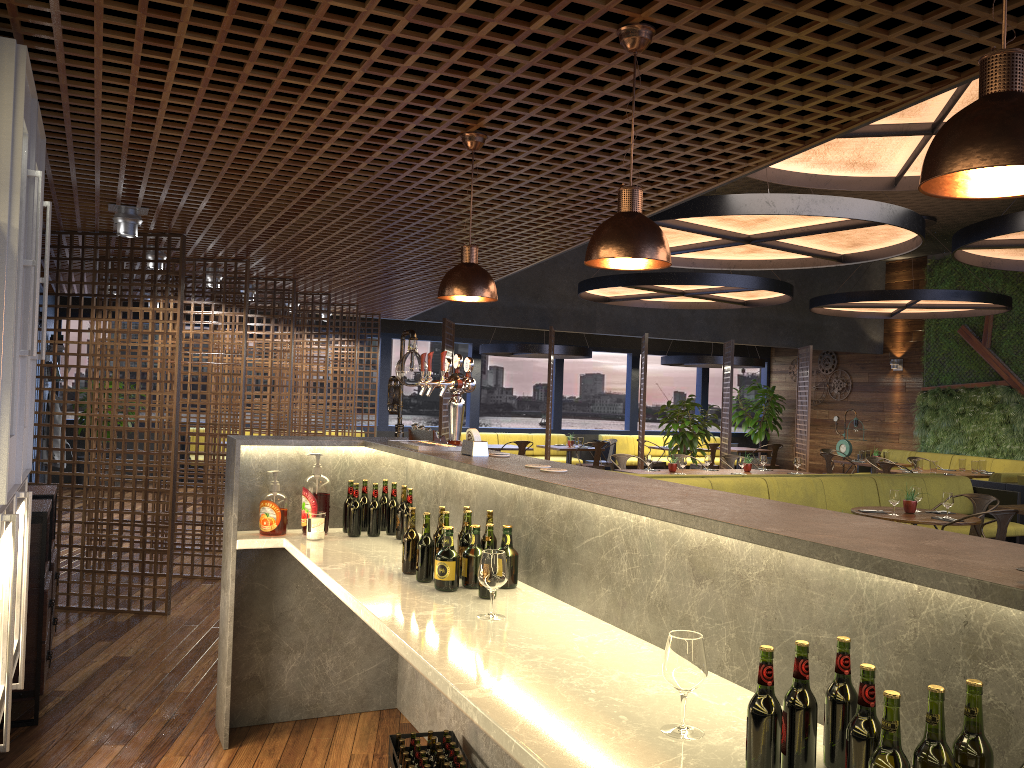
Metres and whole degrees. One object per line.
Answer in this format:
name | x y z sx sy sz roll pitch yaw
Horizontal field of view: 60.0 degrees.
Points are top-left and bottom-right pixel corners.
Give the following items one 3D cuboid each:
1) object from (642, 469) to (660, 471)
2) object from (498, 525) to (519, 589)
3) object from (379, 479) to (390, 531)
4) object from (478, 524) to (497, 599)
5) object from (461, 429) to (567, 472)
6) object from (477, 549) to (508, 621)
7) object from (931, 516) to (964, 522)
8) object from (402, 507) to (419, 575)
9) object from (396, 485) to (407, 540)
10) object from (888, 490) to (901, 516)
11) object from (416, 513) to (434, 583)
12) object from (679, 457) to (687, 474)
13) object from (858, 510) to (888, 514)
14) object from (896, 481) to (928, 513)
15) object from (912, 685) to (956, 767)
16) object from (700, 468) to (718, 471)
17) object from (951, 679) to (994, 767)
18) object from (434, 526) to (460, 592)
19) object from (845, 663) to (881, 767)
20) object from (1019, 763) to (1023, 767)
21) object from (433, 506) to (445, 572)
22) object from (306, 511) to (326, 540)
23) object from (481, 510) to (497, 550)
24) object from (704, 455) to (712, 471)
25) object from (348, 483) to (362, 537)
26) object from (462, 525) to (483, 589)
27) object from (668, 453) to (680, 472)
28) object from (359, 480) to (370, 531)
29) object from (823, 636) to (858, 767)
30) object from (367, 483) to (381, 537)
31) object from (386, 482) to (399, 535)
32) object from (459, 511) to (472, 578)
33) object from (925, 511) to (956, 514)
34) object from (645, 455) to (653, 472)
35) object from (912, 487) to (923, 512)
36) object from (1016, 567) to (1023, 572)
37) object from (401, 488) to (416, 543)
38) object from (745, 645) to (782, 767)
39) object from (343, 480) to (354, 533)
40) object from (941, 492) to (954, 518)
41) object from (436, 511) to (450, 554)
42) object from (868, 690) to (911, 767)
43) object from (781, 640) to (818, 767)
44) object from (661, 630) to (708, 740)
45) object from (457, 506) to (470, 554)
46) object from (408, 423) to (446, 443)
object | 1.762 1.081 11.157 0.157 0.019 0.255 2 -1 -25
object | -0.020 0.629 3.242 0.088 0.224 0.088 3 -1 -31
object | -0.641 0.608 4.458 0.063 0.254 0.063 2 -1 37
object | -0.080 0.610 3.057 0.063 0.254 0.063 3 -1 -37
object | 0.043 0.233 3.249 0.200 0.106 0.766 2 -1 -25
object | -0.061 0.631 2.796 0.097 0.206 0.097 2 -1 6
object | 3.532 1.097 7.228 0.157 0.019 0.255 2 -1 -18
object | -0.389 0.603 3.417 0.063 0.254 0.063 2 -1 17
object | -0.516 0.609 4.207 0.063 0.254 0.063 2 -1 3
object | 3.200 0.993 7.426 0.097 0.206 0.097 2 -1 17
object | -0.320 0.604 3.283 0.063 0.254 0.063 2 -1 28
object | 2.084 0.994 10.809 0.097 0.206 0.097 2 -1 21
object | 3.100 1.085 7.569 0.255 0.019 0.157 2 -1 7
object | 3.399 0.967 7.574 0.238 0.271 0.260 2 -1 -4
object | 0.683 0.618 1.436 0.063 0.254 0.063 2 -1 3
object | 2.584 1.116 11.543 0.157 0.019 0.255 2 -1 -25
object | 0.766 0.621 1.475 0.063 0.254 0.063 2 -1 3
object | -0.229 0.621 3.157 0.088 0.224 0.088 2 -1 19
object | 0.614 0.616 1.541 0.063 0.254 0.063 3 -1 -33
object | 0.806 0.622 1.360 0.063 0.254 0.063 2 -1 -18
object | -0.279 0.608 3.479 0.063 0.254 0.063 2 -1 37
object | -0.911 0.658 4.116 0.088 0.123 0.088 2 -1 -19
object | -0.089 0.614 3.419 0.063 0.254 0.063 2 -1 37
object | 2.516 1.017 11.385 0.097 0.206 0.097 2 -1 21
object | -0.749 0.600 4.234 0.063 0.254 0.063 3 -1 -38
object | -0.136 0.625 3.219 0.088 0.224 0.088 2 -1 4
object | 1.989 0.958 11.002 0.238 0.271 0.260 2 -1 -4
object | -0.736 0.604 4.416 0.063 0.254 0.063 2 -1 17
object | 0.641 0.620 1.724 0.063 0.254 0.063 2 -1 -23
object | -0.661 0.604 4.264 0.063 0.254 0.063 3 -1 -33
object | -0.579 0.608 4.326 0.063 0.254 0.063 2 -1 37
object | -0.170 0.611 3.380 0.063 0.254 0.063 2 -1 -22
object | 3.692 1.108 7.675 0.255 0.019 0.157 2 -1 -23
object | 1.694 0.982 11.000 0.097 0.206 0.097 2 -1 21
object | 3.539 1.010 7.754 0.097 0.206 0.097 2 -1 13
object | 0.943 0.283 1.151 0.273 0.019 0.437 2 -1 -25
object | -0.476 0.609 4.095 0.063 0.254 0.063 2 -1 37
object | 0.467 0.613 1.638 0.063 0.254 0.063 2 -1 -28
object | -0.796 0.601 4.355 0.063 0.254 0.063 3 -1 -33
object | 3.624 1.008 7.379 0.097 0.206 0.097 2 -1 0
object | -0.252 0.607 3.332 0.063 0.254 0.063 2 -1 3
object | 0.596 0.614 1.399 0.063 0.254 0.063 2 -1 -22
object | 0.547 0.616 1.683 0.063 0.254 0.063 2 -1 37
object | 0.366 0.636 1.885 0.097 0.206 0.097 2 -1 24
object | -0.183 0.612 3.505 0.063 0.254 0.063 2 -1 -28
object | -0.406 0.236 4.252 0.177 0.091 0.091 2 -1 40
